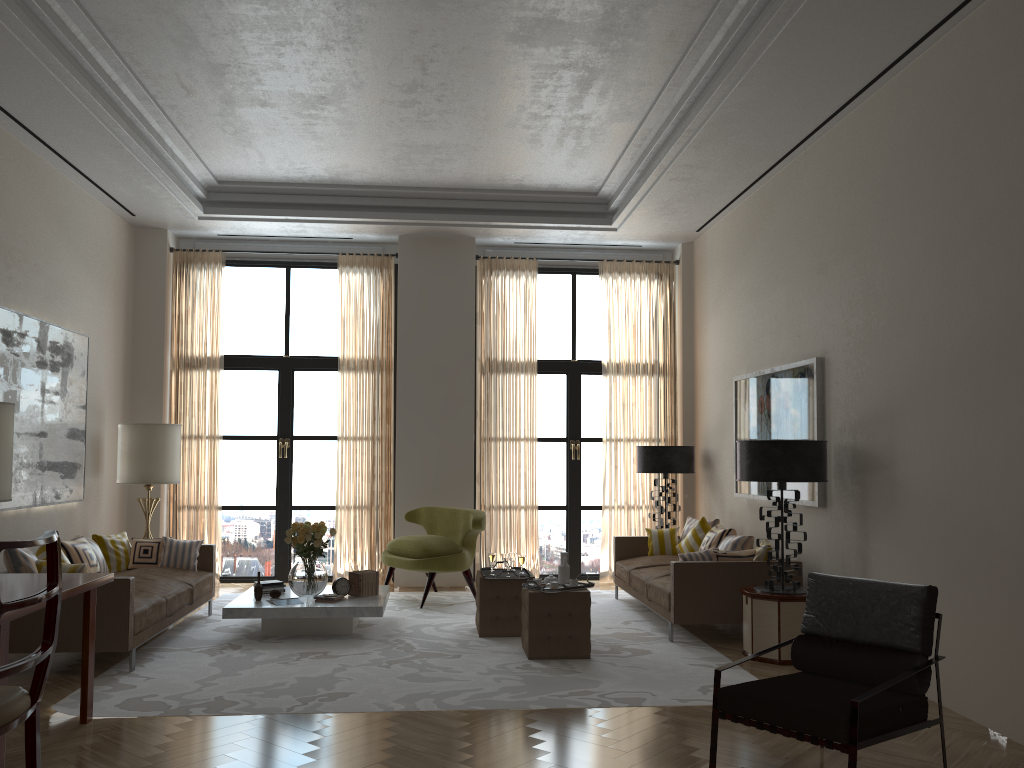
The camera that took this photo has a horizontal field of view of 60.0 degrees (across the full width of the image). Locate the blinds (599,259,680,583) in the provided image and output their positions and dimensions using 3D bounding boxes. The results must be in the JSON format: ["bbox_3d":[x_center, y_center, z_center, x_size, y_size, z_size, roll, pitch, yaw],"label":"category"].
[{"bbox_3d":[1.909,0.575,13.333,1.242,4.866,0.419,0,-3,-3],"label":"blinds"}]

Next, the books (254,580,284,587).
[{"bbox_3d":[-2.689,2.203,9.801,0.260,0.030,0.207,4,-6,-38],"label":"books"}]

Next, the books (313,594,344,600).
[{"bbox_3d":[-1.920,2.236,9.302,0.255,0.026,0.202,-1,-5,20],"label":"books"}]

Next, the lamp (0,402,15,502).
[{"bbox_3d":[-4.266,1.263,6.758,0.768,2.251,0.768,3,-4,-39],"label":"lamp"}]

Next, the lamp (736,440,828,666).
[{"bbox_3d":[2.545,1.545,8.341,0.829,2.015,0.831,1,-3,-4],"label":"lamp"}]

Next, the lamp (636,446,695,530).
[{"bbox_3d":[2.177,1.891,12.550,0.829,2.015,0.831,0,-3,-1],"label":"lamp"}]

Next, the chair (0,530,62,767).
[{"bbox_3d":[-2.491,1.409,3.813,0.878,1.503,0.657,1,-3,-5],"label":"chair"}]

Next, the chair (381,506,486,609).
[{"bbox_3d":[-1.100,2.228,11.519,1.030,1.211,1.792,3,-5,-37],"label":"chair"}]

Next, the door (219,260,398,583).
[{"bbox_3d":[-3.332,0.542,13.095,3.258,4.760,0.240,1,-3,-5],"label":"door"}]

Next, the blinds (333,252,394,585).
[{"bbox_3d":[-2.149,0.525,12.975,0.874,4.866,0.419,0,-3,-2],"label":"blinds"}]

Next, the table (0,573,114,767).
[{"bbox_3d":[-3.572,1.694,4.334,1.800,1.025,3.807,1,-5,-5],"label":"table"}]

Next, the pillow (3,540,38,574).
[{"bbox_3d":[-4.279,1.684,7.804,0.355,0.575,0.624,2,-4,-26],"label":"pillow"}]

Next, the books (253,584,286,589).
[{"bbox_3d":[-2.683,2.231,9.808,0.281,0.024,0.230,4,-6,-40],"label":"books"}]

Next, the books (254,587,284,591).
[{"bbox_3d":[-2.684,2.255,9.794,0.262,0.024,0.207,5,-6,-42],"label":"books"}]

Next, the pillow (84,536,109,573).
[{"bbox_3d":[-4.405,1.880,9.138,0.371,0.565,0.661,1,-4,-10],"label":"pillow"}]

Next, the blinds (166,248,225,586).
[{"bbox_3d":[-4.533,0.502,12.764,0.780,4.879,0.420,0,-3,-3],"label":"blinds"}]

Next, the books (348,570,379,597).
[{"bbox_3d":[-1.621,2.174,9.675,0.282,0.264,0.211,4,-5,-45],"label":"books"}]

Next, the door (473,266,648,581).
[{"bbox_3d":[0.946,0.594,13.473,3.086,4.760,0.240,1,-3,-5],"label":"door"}]

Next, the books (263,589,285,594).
[{"bbox_3d":[-2.682,2.285,9.804,0.281,0.035,0.207,4,-6,-38],"label":"books"}]

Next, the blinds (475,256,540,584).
[{"bbox_3d":[-0.059,0.551,13.161,0.960,4.866,0.420,0,-3,-3],"label":"blinds"}]

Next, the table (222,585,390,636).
[{"bbox_3d":[-2.159,2.468,9.618,1.584,0.342,1.503,1,-5,-5],"label":"table"}]

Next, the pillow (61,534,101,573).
[{"bbox_3d":[-4.312,1.786,8.768,0.403,0.546,0.618,0,-4,-2],"label":"pillow"}]

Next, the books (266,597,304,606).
[{"bbox_3d":[-2.356,2.243,9.186,0.281,0.038,0.384,3,-6,-32],"label":"books"}]

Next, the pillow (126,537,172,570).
[{"bbox_3d":[-4.149,1.959,10.121,0.464,0.411,0.304,1,-4,-7],"label":"pillow"}]

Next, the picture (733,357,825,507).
[{"bbox_3d":[2.914,0.564,9.862,0.080,1.478,2.271,1,-4,-7],"label":"picture"}]

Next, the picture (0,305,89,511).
[{"bbox_3d":[-5.031,0.284,9.169,0.045,1.995,3.067,1,-4,-4],"label":"picture"}]

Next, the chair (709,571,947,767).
[{"bbox_3d":[1.825,1.715,5.066,1.135,1.133,0.878,4,-5,-40],"label":"chair"}]

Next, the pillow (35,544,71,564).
[{"bbox_3d":[-4.236,1.701,8.207,0.767,0.616,0.356,-3,-5,39],"label":"pillow"}]

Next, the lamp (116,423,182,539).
[{"bbox_3d":[-4.678,1.644,11.395,0.768,2.251,0.768,3,-4,-42],"label":"lamp"}]

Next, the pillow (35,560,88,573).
[{"bbox_3d":[-3.872,1.738,7.687,0.482,0.432,0.318,0,-4,5],"label":"pillow"}]

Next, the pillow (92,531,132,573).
[{"bbox_3d":[-4.474,1.916,10.005,0.296,0.475,0.516,-1,-4,16],"label":"pillow"}]

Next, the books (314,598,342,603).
[{"bbox_3d":[-1.931,2.260,9.300,0.197,0.024,0.256,-1,-5,12],"label":"books"}]
